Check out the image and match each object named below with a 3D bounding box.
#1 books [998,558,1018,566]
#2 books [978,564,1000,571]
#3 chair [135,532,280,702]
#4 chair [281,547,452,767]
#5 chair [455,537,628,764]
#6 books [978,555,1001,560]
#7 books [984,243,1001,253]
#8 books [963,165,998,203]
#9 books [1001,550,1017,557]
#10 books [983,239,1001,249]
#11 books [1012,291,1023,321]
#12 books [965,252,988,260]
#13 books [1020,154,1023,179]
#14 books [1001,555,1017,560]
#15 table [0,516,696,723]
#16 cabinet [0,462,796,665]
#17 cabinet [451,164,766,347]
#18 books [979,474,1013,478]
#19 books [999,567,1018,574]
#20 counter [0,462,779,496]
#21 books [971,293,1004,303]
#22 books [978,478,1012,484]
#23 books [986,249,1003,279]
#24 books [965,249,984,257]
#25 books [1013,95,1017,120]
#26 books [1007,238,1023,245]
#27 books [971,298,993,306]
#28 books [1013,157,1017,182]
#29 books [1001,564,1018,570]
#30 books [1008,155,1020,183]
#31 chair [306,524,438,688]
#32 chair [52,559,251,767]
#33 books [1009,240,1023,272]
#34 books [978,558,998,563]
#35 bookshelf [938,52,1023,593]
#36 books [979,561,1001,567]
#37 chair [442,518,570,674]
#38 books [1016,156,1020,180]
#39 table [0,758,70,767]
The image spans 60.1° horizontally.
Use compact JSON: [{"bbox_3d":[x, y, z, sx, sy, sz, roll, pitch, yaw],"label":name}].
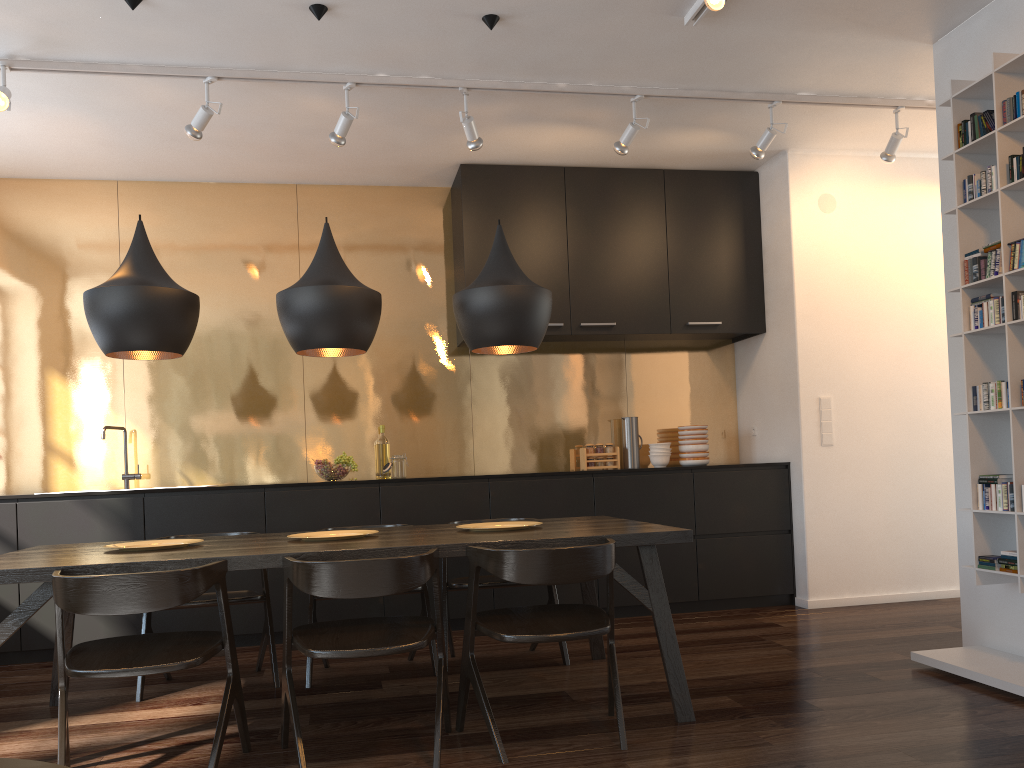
[{"bbox_3d":[1.954,0.690,3.431,0.069,0.023,0.108,-1,-5,-11],"label":"books"},{"bbox_3d":[1.935,0.734,3.545,0.074,0.015,0.099,-1,-5,-11],"label":"books"},{"bbox_3d":[-1.374,1.030,4.023,0.593,0.669,0.521,-2,-3,-15],"label":"chair"},{"bbox_3d":[-0.482,0.889,2.910,0.593,0.669,0.521,-2,-3,-11],"label":"chair"},{"bbox_3d":[0.118,0.876,3.028,0.593,0.669,0.521,-2,-3,-13],"label":"chair"},{"bbox_3d":[1.935,0.696,3.542,0.069,0.009,0.108,-1,-5,-11],"label":"books"},{"bbox_3d":[1.909,-0.533,3.451,0.069,0.017,0.108,-1,-5,-11],"label":"books"},{"bbox_3d":[1.912,-0.796,3.517,0.108,0.112,0.223,-2,-4,-11],"label":"books"},{"bbox_3d":[1.958,0.656,3.425,0.069,0.014,0.092,-1,-5,-11],"label":"books"},{"bbox_3d":[1.918,-0.547,3.452,0.093,0.014,0.112,-1,-5,-11],"label":"books"},{"bbox_3d":[1.948,-0.295,3.372,0.074,0.115,0.029,-2,-1,-11],"label":"books"},{"bbox_3d":[1.895,-0.516,3.579,0.069,0.014,0.092,-1,-5,-11],"label":"books"},{"bbox_3d":[1.926,-0.807,3.296,0.069,0.093,0.020,-2,-1,-11],"label":"books"},{"bbox_3d":[1.958,0.670,3.425,0.069,0.014,0.092,-1,-5,-11],"label":"books"},{"bbox_3d":[-0.668,0.943,3.455,2.499,0.677,1.111,-1,-4,-11],"label":"table"},{"bbox_3d":[-0.802,1.025,5.347,5.060,0.898,0.735,-1,-3,-11],"label":"cabinet"},{"bbox_3d":[0.623,-0.813,5.771,1.954,1.048,0.533,-1,-2,-11],"label":"cabinet"},{"bbox_3d":[1.956,0.371,3.552,0.093,0.012,0.112,-1,-5,-11],"label":"books"},{"bbox_3d":[1.960,0.723,3.431,0.069,0.016,0.108,-1,-5,-11],"label":"books"},{"bbox_3d":[-0.821,0.577,5.356,5.058,0.002,0.735,-1,-5,-11],"label":"counter"},{"bbox_3d":[1.934,-0.345,3.570,0.096,0.022,0.112,-1,-5,-11],"label":"books"},{"bbox_3d":[1.939,0.389,3.549,0.069,0.023,0.108,-1,-5,-11],"label":"books"},{"bbox_3d":[1.926,-0.472,3.456,0.096,0.107,0.114,-2,-3,-11],"label":"books"},{"bbox_3d":[1.891,-0.529,3.575,0.069,0.014,0.093,-2,-5,-6],"label":"books"},{"bbox_3d":[1.924,-1.034,3.337,0.069,0.107,0.012,-2,-1,-11],"label":"books"},{"bbox_3d":[1.938,-0.540,3.335,0.069,0.008,0.108,-1,-5,-11],"label":"books"},{"bbox_3d":[1.931,-0.329,3.566,0.093,0.012,0.112,-1,-5,-11],"label":"books"},{"bbox_3d":[1.923,-0.804,3.327,0.069,0.092,0.014,-2,-1,-11],"label":"books"},{"bbox_3d":[1.958,0.707,3.424,0.069,0.014,0.092,-1,-5,-11],"label":"books"},{"bbox_3d":[1.915,-0.809,3.344,0.069,0.107,0.023,-2,-1,-11],"label":"books"},{"bbox_3d":[-0.672,1.011,4.132,0.593,0.669,0.521,-2,-3,-13],"label":"chair"},{"bbox_3d":[-1.151,0.904,2.772,0.593,0.669,0.521,-2,-3,-13],"label":"chair"},{"bbox_3d":[1.945,-0.483,3.341,0.096,0.107,0.088,-2,-3,-11],"label":"books"},{"bbox_3d":[1.933,0.707,3.547,0.069,0.015,0.093,-1,-5,-11],"label":"books"},{"bbox_3d":[1.999,-0.241,3.401,0.227,2.070,0.641,-2,-1,-11],"label":"bookshelf"},{"bbox_3d":[1.935,0.719,3.545,0.069,0.014,0.092,-1,-5,-11],"label":"books"},{"bbox_3d":[-0.075,0.997,4.249,0.593,0.669,0.521,-2,-3,-12],"label":"chair"},{"bbox_3d":[1.925,-0.805,3.313,0.069,0.092,0.014,-2,-1,-11],"label":"books"},{"bbox_3d":[-0.951,0.837,1.087,0.846,0.471,0.850,-2,-4,-9],"label":"table"}]
